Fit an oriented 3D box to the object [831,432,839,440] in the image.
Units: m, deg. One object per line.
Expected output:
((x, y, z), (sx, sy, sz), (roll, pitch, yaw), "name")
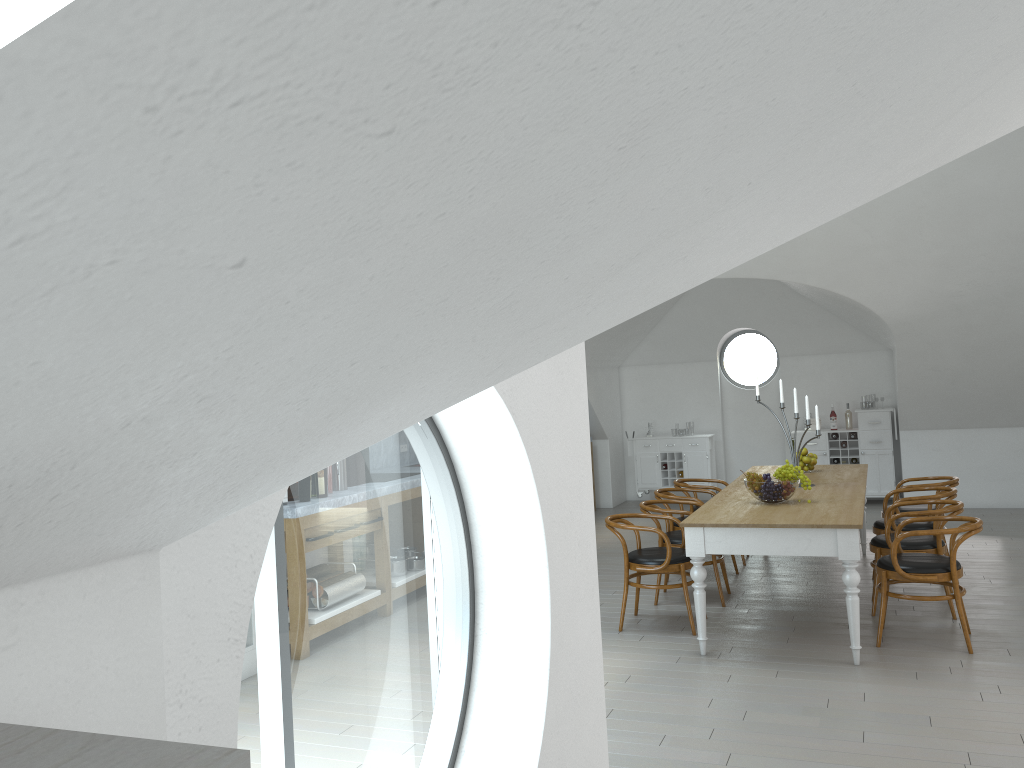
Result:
((4.043, 0.648, 11.087), (0.092, 0.094, 0.359), (-4, -1, 23), "object")

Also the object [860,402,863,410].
((4.388, 0.273, 11.031), (0.094, 0.093, 0.093), (-2, -1, -35), "object")

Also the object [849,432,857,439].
((4.231, 0.641, 11.001), (0.087, 0.085, 0.360), (-4, -1, 22), "object")

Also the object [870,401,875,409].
((4.475, 0.265, 11.005), (0.071, 0.099, 0.071), (-4, -2, 31), "object")

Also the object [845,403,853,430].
((4.198, 0.405, 11.055), (0.085, 0.331, 0.085), (-2, -2, -19), "object")

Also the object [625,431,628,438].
((1.563, 0.763, 11.853), (0.088, 0.269, 0.029), (-3, -2, -4), "object")

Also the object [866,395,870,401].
((4.451, 0.227, 11.073), (0.054, 0.179, 0.054), (-4, -2, 17), "object")

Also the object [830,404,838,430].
((4.034, 0.415, 11.129), (0.081, 0.330, 0.081), (-4, -2, 18), "object")

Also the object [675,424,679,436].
((2.181, 0.608, 11.694), (0.048, 0.169, 0.048), (-3, -2, 10), "object")

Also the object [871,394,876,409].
((4.514, 0.219, 11.066), (0.063, 0.187, 0.063), (-3, -2, 9), "object")

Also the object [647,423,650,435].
((1.851, 0.611, 12.005), (0.039, 0.175, 0.054), (-4, -2, 22), "object")

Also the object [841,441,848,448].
((4.144, 0.753, 11.051), (0.085, 0.085, 0.331), (-4, -1, 22), "object")

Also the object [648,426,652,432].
((1.863, 0.626, 12.003), (0.097, 0.137, 0.029), (-4, -2, 26), "object")

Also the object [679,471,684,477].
((2.233, 1.176, 11.618), (0.081, 0.083, 0.317), (-4, -1, 22), "object")

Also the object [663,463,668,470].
((2.030, 1.085, 11.662), (0.082, 0.085, 0.317), (-4, -1, 23), "object")

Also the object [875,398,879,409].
((4.491, 0.239, 10.910), (0.046, 0.143, 0.046), (-4, -2, 34), "object")

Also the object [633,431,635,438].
((1.614, 0.760, 11.832), (0.029, 0.269, 0.088), (-1, -3, -41), "object")

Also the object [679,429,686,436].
((2.254, 0.642, 11.719), (0.094, 0.093, 0.093), (-3, -1, 10), "object")

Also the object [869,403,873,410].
((4.419, 0.275, 10.944), (0.077, 0.085, 0.077), (-4, -1, 30), "object")

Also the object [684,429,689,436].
((2.298, 0.637, 11.639), (0.071, 0.099, 0.071), (-2, -2, -44), "object")

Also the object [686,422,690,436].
((2.327, 0.595, 11.703), (0.054, 0.179, 0.054), (-3, -2, 0), "object")

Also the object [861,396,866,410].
((4.354, 0.236, 10.963), (0.048, 0.169, 0.048), (-2, -2, -35), "object")

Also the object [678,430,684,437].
((2.215, 0.648, 11.635), (0.077, 0.085, 0.077), (-3, -1, 10), "object")

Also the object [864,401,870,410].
((4.360, 0.268, 10.881), (0.082, 0.105, 0.081), (-2, -2, -29), "object")

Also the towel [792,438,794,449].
((3.604, 0.799, 11.382), (0.049, 0.204, 0.150), (-4, -2, 23), "towel")

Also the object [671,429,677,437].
((2.129, 0.642, 11.632), (0.081, 0.105, 0.082), (-4, -2, 36), "object")

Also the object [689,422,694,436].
((2.367, 0.589, 11.653), (0.063, 0.187, 0.063), (-3, -2, 8), "object")

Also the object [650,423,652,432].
((1.875, 0.612, 11.979), (0.039, 0.164, 0.024), (-4, -2, 35), "object")

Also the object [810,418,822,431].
((3.828, 0.511, 11.185), (0.158, 0.160, 0.154), (-2, -2, -39), "object")

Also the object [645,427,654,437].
((1.860, 0.646, 11.996), (0.101, 0.138, 0.067), (-4, -2, 22), "object")

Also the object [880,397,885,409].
((4.564, 0.235, 10.915), (0.046, 0.143, 0.046), (-4, -2, 34), "object")
